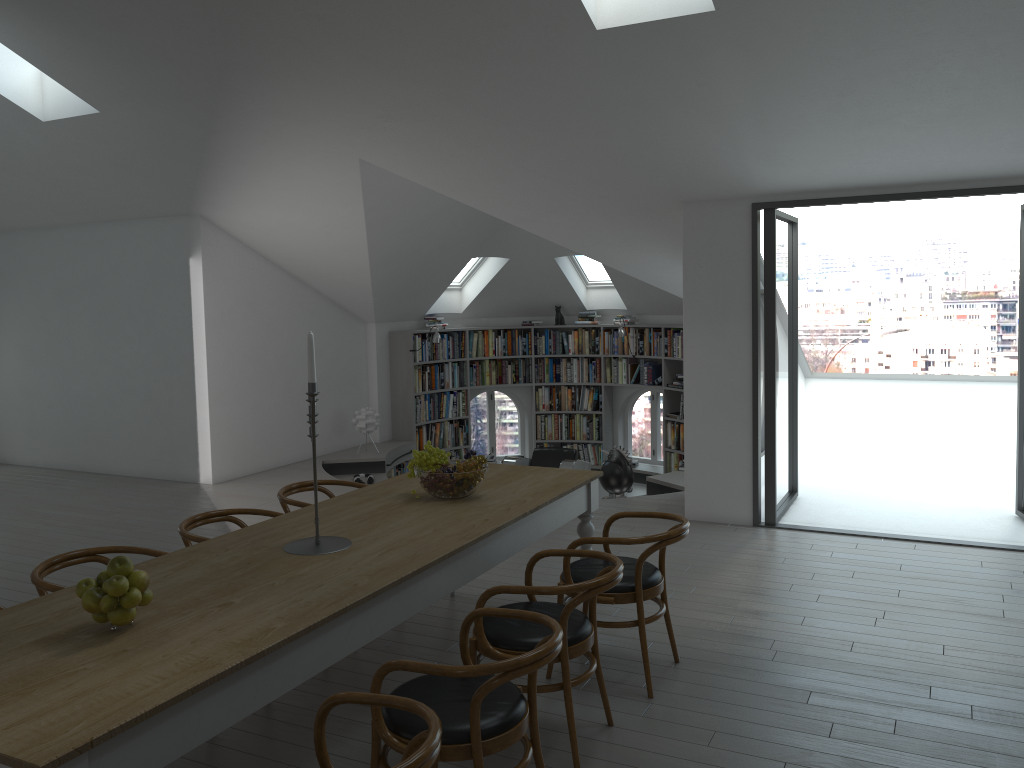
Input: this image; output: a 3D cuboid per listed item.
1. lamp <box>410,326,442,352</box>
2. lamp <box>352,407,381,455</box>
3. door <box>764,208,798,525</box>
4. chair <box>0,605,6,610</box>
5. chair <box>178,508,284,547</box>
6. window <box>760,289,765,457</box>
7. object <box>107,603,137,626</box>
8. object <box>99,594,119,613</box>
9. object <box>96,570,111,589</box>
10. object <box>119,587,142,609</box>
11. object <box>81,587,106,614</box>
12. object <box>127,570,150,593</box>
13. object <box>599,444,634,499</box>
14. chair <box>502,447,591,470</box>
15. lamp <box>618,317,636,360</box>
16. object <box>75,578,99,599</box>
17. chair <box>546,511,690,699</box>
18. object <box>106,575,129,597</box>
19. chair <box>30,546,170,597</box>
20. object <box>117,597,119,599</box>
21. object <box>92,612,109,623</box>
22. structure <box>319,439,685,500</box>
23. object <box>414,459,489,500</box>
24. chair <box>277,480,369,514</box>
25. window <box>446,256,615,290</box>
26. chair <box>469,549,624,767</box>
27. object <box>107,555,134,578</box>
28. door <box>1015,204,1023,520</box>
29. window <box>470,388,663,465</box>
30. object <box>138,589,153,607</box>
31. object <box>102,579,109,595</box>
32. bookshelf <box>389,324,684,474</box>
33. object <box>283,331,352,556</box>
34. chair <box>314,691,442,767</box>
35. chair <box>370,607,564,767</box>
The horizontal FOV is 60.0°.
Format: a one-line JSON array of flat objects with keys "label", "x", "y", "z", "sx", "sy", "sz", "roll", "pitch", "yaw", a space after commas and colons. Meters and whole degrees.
[{"label": "lamp", "x": -1.056, "y": -0.556, "z": 10.884, "sx": 0.414, "sy": 0.311, "sz": 0.117, "roll": 1, "pitch": 5, "yaw": 24}, {"label": "lamp", "x": -1.673, "y": 0.535, "z": 10.201, "sx": 0.305, "sy": 0.524, "sz": 0.306, "roll": 0, "pitch": 5, "yaw": 15}, {"label": "door", "x": 2.143, "y": -0.165, "z": 7.027, "sx": 0.080, "sy": 2.342, "sz": 1.053, "roll": 1, "pitch": 5, "yaw": 27}, {"label": "chair", "x": -2.001, "y": 1.154, "z": 3.016, "sx": 0.621, "sy": 0.733, "sz": 0.528, "roll": 1, "pitch": 5, "yaw": 29}, {"label": "chair", "x": -1.275, "y": 1.013, "z": 4.270, "sx": 0.621, "sy": 0.733, "sz": 0.528, "roll": 1, "pitch": 5, "yaw": 27}, {"label": "window", "x": 2.157, "y": -0.098, "z": 7.799, "sx": 0.104, "sy": 1.467, "sz": 1.473, "roll": 1, "pitch": 5, "yaw": 27}, {"label": "object", "x": -1.166, "y": 0.684, "z": 2.649, "sx": 0.080, "sy": 0.074, "sz": 0.078, "roll": -3, "pitch": 5, "yaw": -18}, {"label": "object", "x": -1.182, "y": 0.643, "z": 2.598, "sx": 0.051, "sy": 0.053, "sz": 0.053, "roll": 0, "pitch": 5, "yaw": 18}, {"label": "object", "x": -1.232, "y": 0.593, "z": 2.694, "sx": 0.058, "sy": 0.057, "sz": 0.053, "roll": 3, "pitch": 6, "yaw": 41}, {"label": "object", "x": -1.131, "y": 0.635, "z": 2.627, "sx": 0.062, "sy": 0.059, "sz": 0.062, "roll": 2, "pitch": 6, "yaw": 31}, {"label": "object", "x": -1.232, "y": 0.640, "z": 2.622, "sx": 0.076, "sy": 0.076, "sz": 0.077, "roll": -2, "pitch": 5, "yaw": -6}, {"label": "object", "x": -1.132, "y": 0.600, "z": 2.683, "sx": 0.066, "sy": 0.071, "sz": 0.073, "roll": -2, "pitch": 5, "yaw": -4}, {"label": "object", "x": 0.961, "y": 0.833, "z": 8.160, "sx": 0.320, "sy": 0.561, "sz": 0.321, "roll": -1, "pitch": 4, "yaw": 0}, {"label": "chair", "x": 0.392, "y": 1.114, "z": 9.974, "sx": 0.823, "sy": 0.718, "sz": 0.743, "roll": 1, "pitch": 5, "yaw": 21}, {"label": "lamp", "x": 1.461, "y": -0.571, "z": 11.310, "sx": 0.113, "sy": 0.565, "sz": 0.358, "roll": 1, "pitch": 5, "yaw": 33}, {"label": "object", "x": -1.275, "y": 0.615, "z": 2.659, "sx": 0.063, "sy": 0.063, "sz": 0.062, "roll": -2, "pitch": 5, "yaw": -11}, {"label": "chair", "x": 0.516, "y": 0.986, "z": 4.124, "sx": 0.621, "sy": 0.733, "sz": 0.528, "roll": 1, "pitch": 5, "yaw": 27}, {"label": "object", "x": -1.157, "y": 0.593, "z": 2.600, "sx": 0.062, "sy": 0.059, "sz": 0.062, "roll": 1, "pitch": 5, "yaw": 27}, {"label": "chair", "x": -1.615, "y": 1.085, "z": 3.629, "sx": 0.621, "sy": 0.733, "sz": 0.528, "roll": 1, "pitch": 5, "yaw": 22}, {"label": "object", "x": -1.232, "y": 0.635, "z": 2.730, "sx": 0.071, "sy": 0.072, "sz": 0.071, "roll": -2, "pitch": 5, "yaw": -9}, {"label": "object", "x": -1.234, "y": 0.690, "z": 2.677, "sx": 0.063, "sy": 0.063, "sz": 0.064, "roll": 2, "pitch": 6, "yaw": 38}, {"label": "structure", "x": 0.283, "y": 1.129, "z": 9.911, "sx": 4.711, "sy": 0.692, "sz": 4.718, "roll": -3, "pitch": 6, "yaw": -18}, {"label": "object", "x": -0.291, "y": 0.476, "z": 4.282, "sx": 0.360, "sy": 0.159, "sz": 0.361, "roll": -1, "pitch": 5, "yaw": 7}, {"label": "chair", "x": -0.985, "y": 0.940, "z": 4.936, "sx": 0.621, "sy": 0.733, "sz": 0.528, "roll": 1, "pitch": 5, "yaw": 30}, {"label": "window", "x": 0.844, "y": -1.535, "z": 10.965, "sx": 4.056, "sy": 0.712, "sz": 1.936, "roll": 2, "pitch": 6, "yaw": 27}, {"label": "chair", "x": 0.138, "y": 1.057, "z": 3.505, "sx": 0.621, "sy": 0.733, "sz": 0.528, "roll": 1, "pitch": 5, "yaw": 23}, {"label": "object", "x": -1.182, "y": 0.555, "z": 2.674, "sx": 0.072, "sy": 0.074, "sz": 0.072, "roll": 1, "pitch": 5, "yaw": 27}, {"label": "door", "x": 3.761, "y": -0.119, "z": 6.187, "sx": 0.080, "sy": 2.342, "sz": 1.054, "roll": 0, "pitch": 4, "yaw": 12}, {"label": "window", "x": 0.816, "y": 0.552, "z": 12.106, "sx": 3.230, "sy": 1.148, "sz": 0.618, "roll": 0, "pitch": 5, "yaw": 13}, {"label": "object", "x": -1.130, "y": 0.652, "z": 2.711, "sx": 0.059, "sy": 0.056, "sz": 0.059, "roll": 1, "pitch": 5, "yaw": 21}, {"label": "object", "x": -1.191, "y": 0.606, "z": 2.639, "sx": 0.053, "sy": 0.050, "sz": 0.053, "roll": -1, "pitch": 5, "yaw": -2}, {"label": "bookshelf", "x": 0.884, "y": 0.229, "z": 11.086, "sx": 4.333, "sy": 1.876, "sz": 2.113, "roll": 1, "pitch": 6, "yaw": 27}, {"label": "object", "x": -0.780, "y": 0.215, "z": 3.411, "sx": 0.265, "sy": 0.873, "sz": 0.776, "roll": -1, "pitch": 5, "yaw": 1}, {"label": "chair", "x": -0.469, "y": 1.201, "z": 2.190, "sx": 0.621, "sy": 0.733, "sz": 0.528, "roll": 1, "pitch": 5, "yaw": 23}, {"label": "chair", "x": -0.135, "y": 1.130, "z": 2.830, "sx": 0.621, "sy": 0.733, "sz": 0.528, "roll": 1, "pitch": 5, "yaw": 30}]
